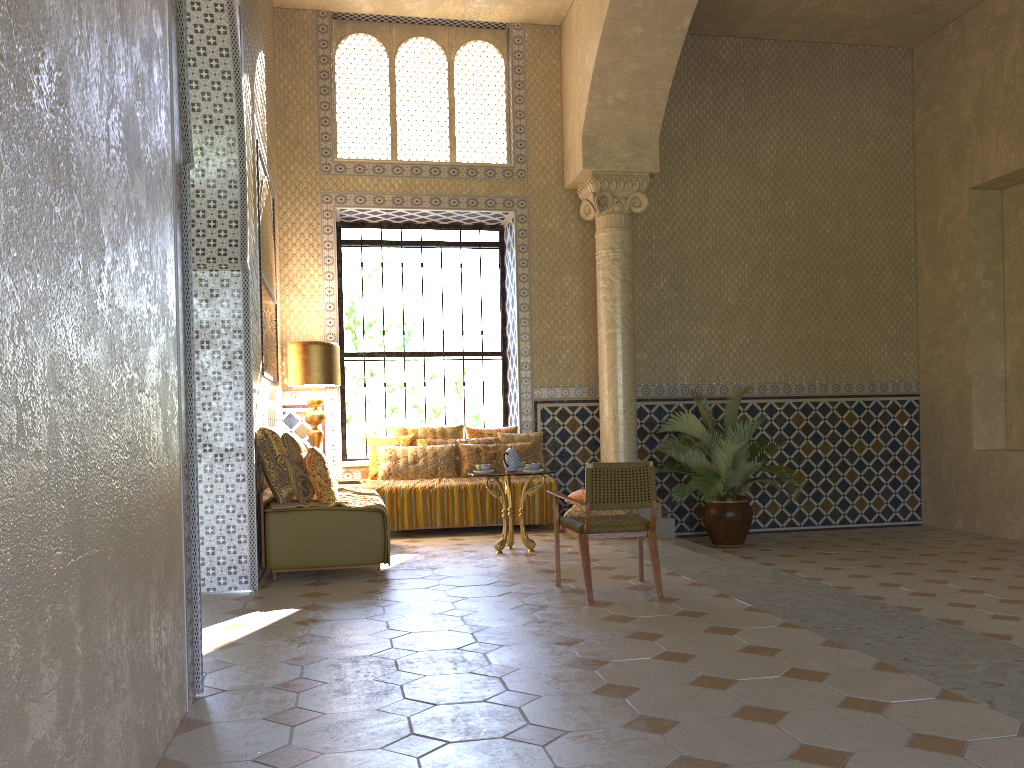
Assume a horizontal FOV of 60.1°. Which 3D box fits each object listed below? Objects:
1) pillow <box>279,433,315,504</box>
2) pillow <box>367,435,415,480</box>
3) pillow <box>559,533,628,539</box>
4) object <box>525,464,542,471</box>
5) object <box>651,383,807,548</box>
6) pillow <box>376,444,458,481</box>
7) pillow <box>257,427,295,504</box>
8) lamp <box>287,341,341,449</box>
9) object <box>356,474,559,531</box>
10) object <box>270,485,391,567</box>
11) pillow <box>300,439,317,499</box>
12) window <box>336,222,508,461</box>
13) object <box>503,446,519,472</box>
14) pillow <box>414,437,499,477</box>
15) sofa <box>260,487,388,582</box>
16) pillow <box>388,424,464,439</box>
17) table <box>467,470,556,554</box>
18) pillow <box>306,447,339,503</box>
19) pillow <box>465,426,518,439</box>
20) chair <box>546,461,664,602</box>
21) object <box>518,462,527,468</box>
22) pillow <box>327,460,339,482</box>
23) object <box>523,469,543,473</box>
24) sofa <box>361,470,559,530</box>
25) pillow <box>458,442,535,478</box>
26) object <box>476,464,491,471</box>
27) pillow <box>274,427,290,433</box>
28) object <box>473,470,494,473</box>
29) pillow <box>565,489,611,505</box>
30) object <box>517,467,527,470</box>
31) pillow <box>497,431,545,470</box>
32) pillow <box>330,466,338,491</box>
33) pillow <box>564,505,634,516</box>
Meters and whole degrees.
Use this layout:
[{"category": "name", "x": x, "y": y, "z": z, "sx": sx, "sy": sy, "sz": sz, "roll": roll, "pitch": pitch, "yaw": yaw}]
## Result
[{"category": "pillow", "x": -2.319, "y": 0.913, "z": 9.584, "sx": 0.383, "sy": 0.780, "sz": 0.835, "roll": -1, "pitch": -1, "yaw": -10}, {"category": "pillow", "x": -1.816, "y": 1.118, "z": 13.393, "sx": 0.740, "sy": 0.693, "sz": 0.341, "roll": -1, "pitch": 0, "yaw": -10}, {"category": "pillow", "x": 1.244, "y": 1.997, "z": 12.367, "sx": 0.991, "sy": 0.368, "sz": 1.043, "roll": -2, "pitch": -2, "yaw": 14}, {"category": "object", "x": 0.256, "y": 1.012, "z": 10.668, "sx": 0.183, "sy": 0.100, "sz": 0.184, "roll": -1, "pitch": -2, "yaw": -15}, {"category": "object", "x": 3.376, "y": 1.233, "z": 13.521, "sx": 2.640, "sy": 2.502, "sz": 2.166, "roll": -1, "pitch": -1, "yaw": -24}, {"category": "pillow", "x": -1.414, "y": 1.186, "z": 13.227, "sx": 1.191, "sy": 0.547, "sz": 0.329, "roll": -1, "pitch": 0, "yaw": -11}, {"category": "pillow", "x": -2.559, "y": 0.885, "z": 9.766, "sx": 0.422, "sy": 0.832, "sz": 1.193, "roll": -1, "pitch": -2, "yaw": -11}, {"category": "lamp", "x": -2.839, "y": 0.814, "z": 12.824, "sx": 0.736, "sy": 2.814, "sz": 0.737, "roll": -2, "pitch": 0, "yaw": -42}, {"category": "object", "x": -0.848, "y": 1.736, "z": 13.246, "sx": 2.885, "sy": 0.718, "sz": 1.315, "roll": -1, "pitch": -2, "yaw": -11}, {"category": "object", "x": -2.114, "y": 1.633, "z": 10.470, "sx": 1.314, "sy": 0.718, "sz": 2.889, "roll": -1, "pitch": -3, "yaw": -11}, {"category": "pillow", "x": -2.383, "y": 0.985, "z": 10.329, "sx": 0.340, "sy": 0.693, "sz": 0.741, "roll": -1, "pitch": -1, "yaw": -10}, {"category": "window", "x": -4.190, "y": -0.667, "z": 14.034, "sx": 8.481, "sy": 3.992, "sz": 0.574, "roll": -1, "pitch": 0, "yaw": -15}, {"category": "object", "x": -0.010, "y": 0.924, "z": 10.944, "sx": 0.273, "sy": 0.324, "sz": 0.199, "roll": -1, "pitch": -1, "yaw": -22}, {"category": "pillow", "x": -0.821, "y": 1.133, "z": 13.563, "sx": 1.341, "sy": 0.615, "sz": 0.370, "roll": -1, "pitch": 0, "yaw": -11}, {"category": "sofa", "x": -2.176, "y": 1.643, "z": 10.471, "sx": 1.273, "sy": 0.937, "sz": 2.853, "roll": -1, "pitch": -2, "yaw": -11}, {"category": "pillow", "x": -1.308, "y": 1.045, "z": 13.712, "sx": 1.192, "sy": 0.832, "sz": 0.422, "roll": -1, "pitch": 0, "yaw": -11}, {"category": "table", "x": 0.009, "y": 1.573, "z": 10.909, "sx": 1.101, "sy": 0.981, "sz": 1.101, "roll": -2, "pitch": -1, "yaw": 19}, {"category": "pillow", "x": -2.033, "y": 0.996, "z": 9.493, "sx": 0.345, "sy": 0.651, "sz": 0.685, "roll": -1, "pitch": -1, "yaw": -11}, {"category": "pillow", "x": -0.301, "y": 1.063, "z": 13.964, "sx": 0.855, "sy": 0.801, "sz": 0.393, "roll": -1, "pitch": 0, "yaw": -10}, {"category": "chair", "x": 0.892, "y": 1.308, "z": 8.205, "sx": 0.950, "sy": 1.209, "sz": 0.907, "roll": -1, "pitch": -1, "yaw": -11}, {"category": "object", "x": 0.089, "y": 1.046, "z": 11.282, "sx": 0.183, "sy": 0.100, "sz": 0.183, "roll": -1, "pitch": -2, "yaw": -22}, {"category": "pillow", "x": -2.335, "y": 1.182, "z": 11.204, "sx": 0.271, "sy": 0.450, "sz": 0.983, "roll": -1, "pitch": -2, "yaw": -11}, {"category": "object", "x": 0.256, "y": 1.050, "z": 10.668, "sx": 0.255, "sy": 0.032, "sz": 0.256, "roll": -1, "pitch": -3, "yaw": -15}, {"category": "sofa", "x": -0.820, "y": 1.747, "z": 13.315, "sx": 2.848, "sy": 0.937, "sz": 1.275, "roll": -1, "pitch": -2, "yaw": -11}, {"category": "pillow", "x": -0.210, "y": 1.169, "z": 13.457, "sx": 1.191, "sy": 0.547, "sz": 0.329, "roll": -1, "pitch": 0, "yaw": -11}, {"category": "object", "x": -0.353, "y": 1.035, "z": 10.839, "sx": 0.183, "sy": 0.100, "sz": 0.183, "roll": 0, "pitch": -2, "yaw": -30}, {"category": "pillow", "x": -2.784, "y": 0.947, "z": 10.940, "sx": 0.422, "sy": 0.832, "sz": 1.193, "roll": -1, "pitch": -2, "yaw": -11}, {"category": "object", "x": -0.353, "y": 1.073, "z": 10.840, "sx": 0.255, "sy": 0.032, "sz": 0.256, "roll": 0, "pitch": -3, "yaw": -32}, {"category": "pillow", "x": 1.235, "y": 1.585, "z": 12.346, "sx": 0.804, "sy": 0.310, "sz": 0.748, "roll": -2, "pitch": -2, "yaw": 23}, {"category": "object", "x": 0.089, "y": 1.084, "z": 11.283, "sx": 0.255, "sy": 0.032, "sz": 0.256, "roll": 0, "pitch": -3, "yaw": -32}, {"category": "pillow", "x": 0.155, "y": 1.090, "z": 13.770, "sx": 0.740, "sy": 0.693, "sz": 0.341, "roll": -1, "pitch": 0, "yaw": -10}, {"category": "pillow", "x": -2.159, "y": 1.134, "z": 10.284, "sx": 0.271, "sy": 0.450, "sz": 0.983, "roll": -1, "pitch": -2, "yaw": -11}, {"category": "pillow", "x": 1.223, "y": 1.794, "z": 12.353, "sx": 0.932, "sy": 0.347, "sz": 0.881, "roll": -2, "pitch": -2, "yaw": 9}]
